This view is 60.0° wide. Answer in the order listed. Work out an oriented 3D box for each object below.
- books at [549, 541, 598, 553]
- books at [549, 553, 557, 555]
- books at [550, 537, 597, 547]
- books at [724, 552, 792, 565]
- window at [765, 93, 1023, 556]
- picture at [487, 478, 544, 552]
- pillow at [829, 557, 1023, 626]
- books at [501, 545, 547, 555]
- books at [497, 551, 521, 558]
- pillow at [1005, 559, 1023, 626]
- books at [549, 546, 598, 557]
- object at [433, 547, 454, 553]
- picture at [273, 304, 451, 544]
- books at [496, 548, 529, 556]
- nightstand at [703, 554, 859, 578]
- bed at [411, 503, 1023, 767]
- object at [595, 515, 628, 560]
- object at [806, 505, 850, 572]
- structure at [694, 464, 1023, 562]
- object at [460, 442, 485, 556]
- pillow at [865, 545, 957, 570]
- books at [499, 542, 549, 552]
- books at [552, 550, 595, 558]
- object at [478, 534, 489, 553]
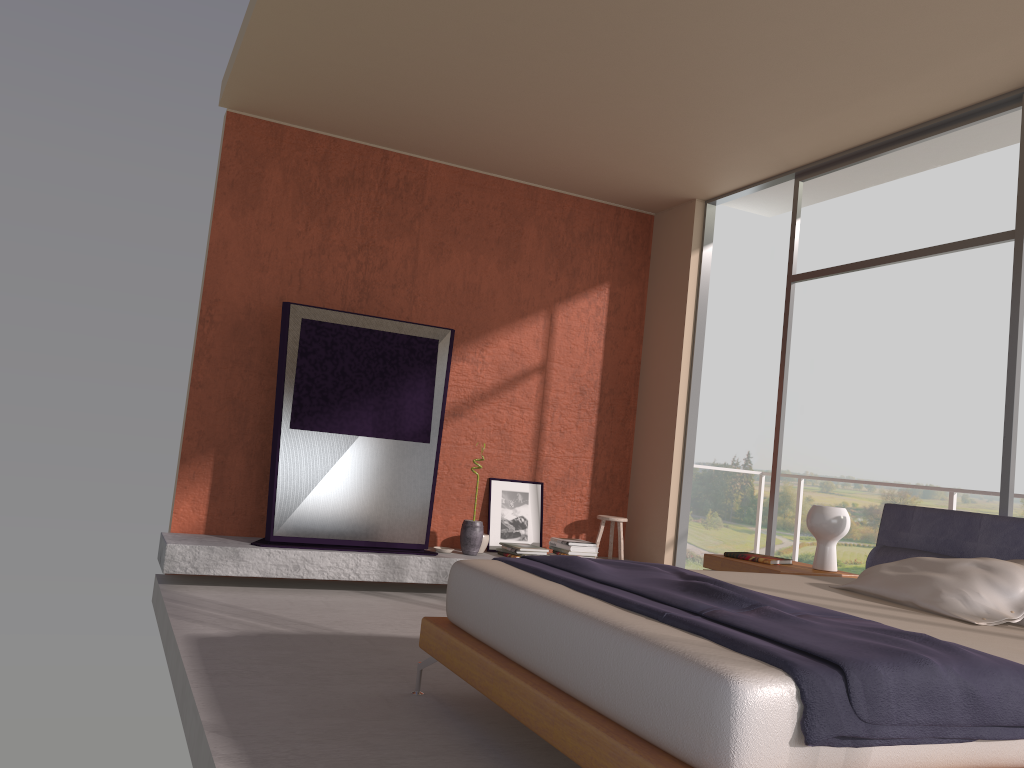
[{"bbox_3d":[0.462,1.218,6.644,0.247,0.038,0.319,8,-5,-27],"label":"books"},{"bbox_3d":[0.451,1.299,6.643,0.247,0.018,0.287,8,-5,-24],"label":"books"},{"bbox_3d":[0.462,1.187,6.652,0.247,0.025,0.287,8,-5,-24],"label":"books"},{"bbox_3d":[1.368,0.967,4.924,0.247,0.025,0.287,10,-7,-43],"label":"books"},{"bbox_3d":[3.073,0.008,3.256,0.075,3.133,6.106,8,-5,-24],"label":"window"},{"bbox_3d":[0.029,1.014,6.798,0.458,0.550,0.117,8,-5,-24],"label":"picture"},{"bbox_3d":[1.724,0.815,3.615,0.431,0.264,0.869,7,-5,-16],"label":"pillow"},{"bbox_3d":[0.089,1.218,6.497,0.247,0.025,0.287,8,-5,-22],"label":"books"},{"bbox_3d":[0.067,1.260,6.492,0.247,0.025,0.287,8,-5,-27],"label":"books"},{"bbox_3d":[2.041,0.817,3.366,0.400,0.265,0.791,8,-5,-21],"label":"pillow"},{"bbox_3d":[0.458,1.250,6.642,0.247,0.027,0.328,8,-5,-23],"label":"books"},{"bbox_3d":[-0.488,1.189,6.317,0.152,0.040,0.152,5,-5,11],"label":"object"},{"bbox_3d":[-1.003,0.288,5.953,1.129,1.496,0.126,8,-5,-24],"label":"picture"},{"bbox_3d":[0.078,1.240,6.507,0.247,0.018,0.328,10,-6,-39],"label":"books"},{"bbox_3d":[1.441,1.260,4.824,0.562,0.556,0.628,8,-5,-24],"label":"nightstand"},{"bbox_3d":[1.151,0.906,3.270,2.462,0.959,2.017,8,-5,-24],"label":"bed"},{"bbox_3d":[0.782,1.215,6.945,0.260,0.349,0.257,3,-6,35],"label":"object"},{"bbox_3d":[1.688,0.825,4.752,0.224,0.338,0.224,7,-5,-13],"label":"object"},{"bbox_3d":[3.253,1.041,3.515,0.728,1.005,7.689,8,-5,-24],"label":"structure"},{"bbox_3d":[-0.262,0.821,6.373,0.165,0.810,0.165,6,-5,-1],"label":"object"},{"bbox_3d":[2.108,0.861,3.695,0.205,0.201,1.470,8,-5,-24],"label":"pillow"},{"bbox_3d":[0.088,1.197,6.503,0.247,0.018,0.328,8,-5,-27],"label":"books"},{"bbox_3d":[0.460,1.277,6.621,0.247,0.025,0.287,7,-5,-13],"label":"books"},{"bbox_3d":[-0.263,1.175,6.547,0.179,0.137,0.180,7,-5,-12],"label":"object"}]
